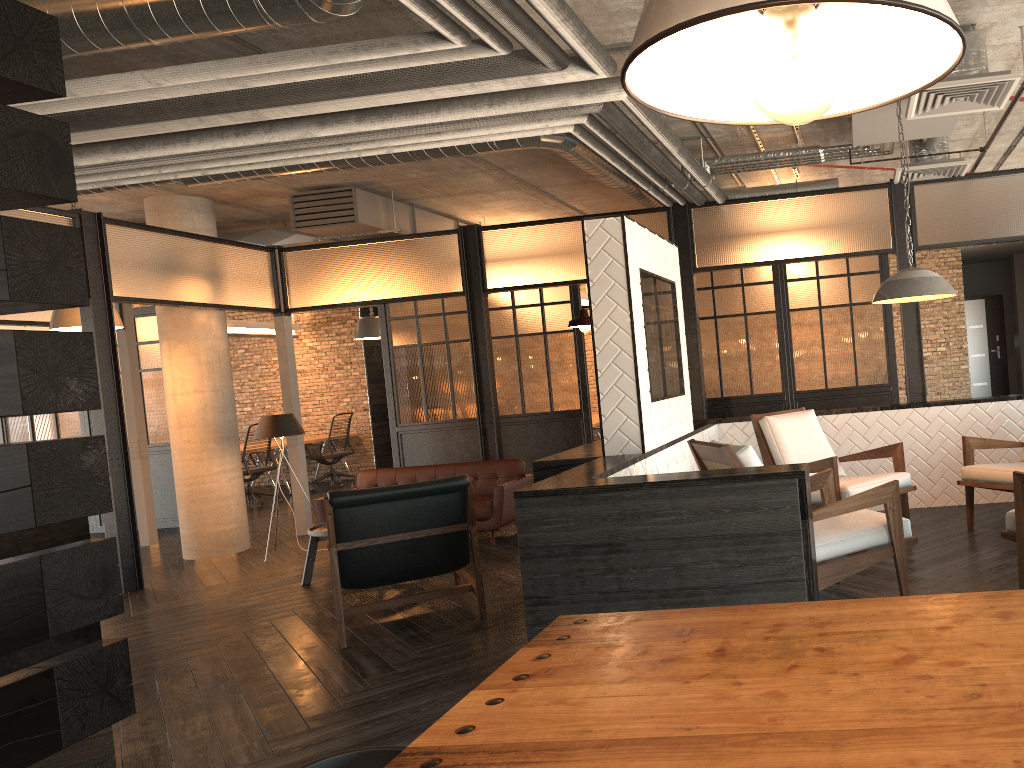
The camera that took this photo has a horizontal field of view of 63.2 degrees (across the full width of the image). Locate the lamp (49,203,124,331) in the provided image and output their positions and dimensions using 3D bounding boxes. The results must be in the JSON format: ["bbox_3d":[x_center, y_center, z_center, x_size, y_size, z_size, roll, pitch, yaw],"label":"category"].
[{"bbox_3d":[-3.305,-1.169,6.309,0.501,1.504,0.388,-6,2,-23],"label":"lamp"}]

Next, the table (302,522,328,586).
[{"bbox_3d":[-1.048,1.169,5.981,0.692,0.372,0.735,-5,0,10],"label":"table"}]

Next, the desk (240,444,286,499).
[{"bbox_3d":[-3.760,1.237,10.563,0.751,0.721,1.758,-5,0,20],"label":"desk"}]

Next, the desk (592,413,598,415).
[{"bbox_3d":[0.645,0.856,11.783,0.751,0.721,1.758,-5,0,20],"label":"desk"}]

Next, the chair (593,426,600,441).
[{"bbox_3d":[1.124,0.640,10.027,0.664,1.064,0.735,-5,1,15],"label":"chair"}]

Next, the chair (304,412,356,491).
[{"bbox_3d":[-2.682,0.972,12.156,0.664,1.064,0.735,-5,1,15],"label":"chair"}]

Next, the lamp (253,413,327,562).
[{"bbox_3d":[-1.721,0.826,7.166,0.955,1.180,0.477,-6,2,-27],"label":"lamp"}]

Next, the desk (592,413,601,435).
[{"bbox_3d":[1.413,0.789,11.700,0.751,0.721,1.758,-5,0,20],"label":"desk"}]

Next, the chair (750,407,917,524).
[{"bbox_3d":[2.164,0.624,5.676,0.833,0.908,0.798,-6,1,-35],"label":"chair"}]

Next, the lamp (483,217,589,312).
[{"bbox_3d":[0.422,-1.448,10.732,0.278,0.858,3.653,-5,0,23],"label":"lamp"}]

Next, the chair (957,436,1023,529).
[{"bbox_3d":[3.577,0.501,5.616,1.070,0.908,0.624,-6,1,-27],"label":"chair"}]

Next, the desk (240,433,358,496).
[{"bbox_3d":[-3.081,1.180,12.187,0.751,0.721,1.758,-5,0,20],"label":"desk"}]

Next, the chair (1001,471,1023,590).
[{"bbox_3d":[2.908,0.557,3.964,0.835,0.908,0.796,-6,1,-40],"label":"chair"}]

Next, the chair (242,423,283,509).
[{"bbox_3d":[-3.370,1.030,10.514,0.664,1.064,0.735,-5,1,15],"label":"chair"}]

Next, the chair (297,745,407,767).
[{"bbox_3d":[-0.101,0.900,1.124,0.424,0.738,0.396,-5,2,14],"label":"chair"}]

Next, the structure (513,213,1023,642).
[{"bbox_3d":[2.254,0.008,5.005,3.770,2.117,3.927,-5,0,15],"label":"structure"}]

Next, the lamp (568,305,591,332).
[{"bbox_3d":[0.433,-0.384,4.811,0.254,0.172,0.173,-5,1,-20],"label":"lamp"}]

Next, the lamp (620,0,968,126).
[{"bbox_3d":[0.221,-1.143,0.853,0.317,1.739,0.414,-4,2,34],"label":"lamp"}]

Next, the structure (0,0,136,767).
[{"bbox_3d":[-5.585,0.365,0.719,5.814,2.744,5.810,-5,0,14],"label":"structure"}]

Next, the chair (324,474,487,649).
[{"bbox_3d":[-0.644,0.922,4.797,0.840,0.796,0.904,-6,1,-19],"label":"chair"}]

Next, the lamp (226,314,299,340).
[{"bbox_3d":[-4.071,-1.058,11.219,0.278,0.858,3.653,-5,0,23],"label":"lamp"}]

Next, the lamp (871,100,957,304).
[{"bbox_3d":[2.318,-1.273,4.920,0.462,1.547,0.556,-5,2,23],"label":"lamp"}]

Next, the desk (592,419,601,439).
[{"bbox_3d":[0.734,0.846,10.076,0.751,0.721,1.758,-5,0,20],"label":"desk"}]

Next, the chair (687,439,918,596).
[{"bbox_3d":[1.437,0.685,4.159,1.039,0.908,0.647,-5,1,-17],"label":"chair"}]

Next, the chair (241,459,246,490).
[{"bbox_3d":[-4.313,1.114,12.274,0.664,1.064,0.735,-5,1,15],"label":"chair"}]

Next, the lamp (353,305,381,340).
[{"bbox_3d":[-1.743,-1.300,10.043,0.501,1.504,0.388,-6,2,-23],"label":"lamp"}]

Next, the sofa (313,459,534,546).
[{"bbox_3d":[-0.687,1.008,6.904,1.552,0.638,0.703,-5,1,9],"label":"sofa"}]

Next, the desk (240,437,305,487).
[{"bbox_3d":[-3.849,1.246,12.270,0.751,0.721,1.758,-5,0,20],"label":"desk"}]
